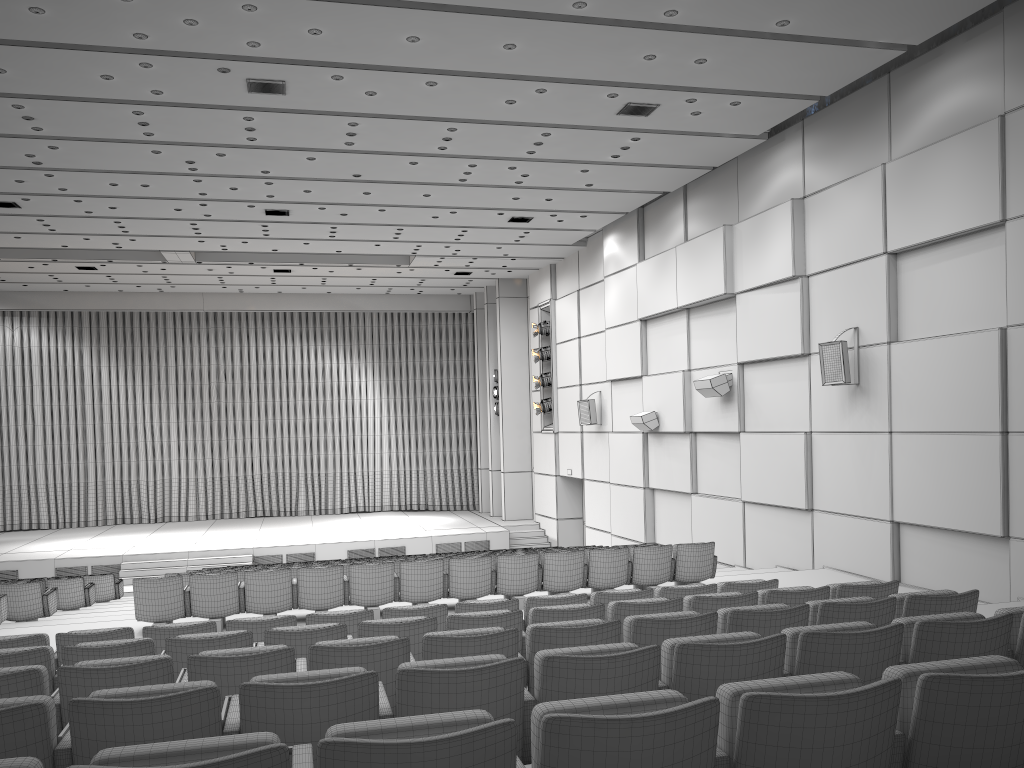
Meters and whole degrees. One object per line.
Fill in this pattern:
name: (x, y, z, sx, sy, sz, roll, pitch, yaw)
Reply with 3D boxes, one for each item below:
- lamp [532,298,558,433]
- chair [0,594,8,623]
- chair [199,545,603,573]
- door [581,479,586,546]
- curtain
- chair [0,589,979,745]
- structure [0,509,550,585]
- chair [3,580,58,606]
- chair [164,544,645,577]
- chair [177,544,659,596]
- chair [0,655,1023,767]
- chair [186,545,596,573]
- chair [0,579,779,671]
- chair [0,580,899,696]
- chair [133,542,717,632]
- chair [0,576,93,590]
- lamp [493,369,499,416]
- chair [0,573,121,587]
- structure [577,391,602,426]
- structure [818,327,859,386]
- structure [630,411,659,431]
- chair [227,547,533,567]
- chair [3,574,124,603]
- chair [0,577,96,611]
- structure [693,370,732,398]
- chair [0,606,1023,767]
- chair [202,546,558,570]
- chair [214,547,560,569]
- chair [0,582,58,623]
lamp: (0.897, -0.420, 22.389, 0.755, 3.343, 1.021, -2, 1, -18)
chair: (-8.734, 2.600, 9.288, 6.047, 0.622, 0.612, -1, -1, -14)
chair: (-1.503, 2.885, 13.319, 6.047, 0.622, 0.612, -1, -1, -14)
door: (1.965, 3.329, 21.398, 0.085, 2.180, 1.698, -2, 0, -14)
curtain: (-8.864, 0.820, 26.179, 16.124, 6.526, 1.429, -1, 1, -14)
chair: (-3.693, 1.612, 3.794, 13.194, 0.622, 0.612, -1, -1, -14)
structure: (-7.973, 4.348, 23.234, 17.812, 0.846, 8.322, -1, -3, -14)
chair: (-9.248, 3.012, 11.433, 6.047, 0.622, 0.612, -1, -1, -14)
chair: (-1.263, 2.680, 12.242, 6.597, 0.622, 0.612, -1, -1, -14)
chair: (-0.989, 2.474, 11.174, 6.047, 0.622, 0.612, -1, -1, -14)
chair: (-3.179, 1.200, 1.649, 13.194, 0.622, 0.612, -1, -1, -14)
chair: (-1.776, 3.092, 14.387, 6.597, 0.622, 0.612, -1, -1, -14)
chair: (-4.206, 2.024, 5.939, 13.194, 0.622, 0.612, -1, -1, -14)
chair: (-3.923, 1.817, 4.873, 13.744, 0.622, 0.612, -1, -1, -14)
chair: (-0.749, 2.268, 10.098, 6.598, 0.622, 0.612, -1, -1, -14)
chair: (-9.761, 3.423, 13.577, 6.047, 0.622, 0.612, -1, -1, -14)
lamp: (-0.320, 0.241, 24.737, 0.436, 1.479, 0.385, -2, 1, -18)
chair: (-10.242, 3.835, 15.736, 6.047, 0.622, 0.612, -1, -1, -14)
structure: (1.703, 0.530, 19.305, 0.409, 0.745, 0.410, -1, 1, 34)
structure: (4.167, -0.350, 11.270, 0.409, 0.745, 0.410, -1, 1, 34)
structure: (2.542, 0.668, 16.668, 0.470, 0.417, 0.520, -1, -1, -17)
chair: (-2.497, 3.709, 17.622, 6.047, 0.622, 0.612, -1, -1, -14)
chair: (-10.035, 3.629, 14.646, 6.597, 0.622, 0.612, -1, -1, -14)
chair: (-9.521, 3.218, 12.501, 6.597, 0.622, 0.612, -1, -1, -14)
structure: (3.255, 0.000, 14.227, 0.470, 0.417, 0.520, -1, -1, -18)
chair: (-3.410, 1.406, 2.728, 13.744, 0.622, 0.612, -1, -1, -14)
chair: (-2.290, 3.503, 16.532, 6.597, 0.622, 0.612, -1, -1, -14)
chair: (-2.016, 3.297, 15.463, 6.047, 0.622, 0.612, -1, -1, -14)
chair: (-9.008, 2.806, 10.356, 6.597, 0.622, 0.612, -1, -1, -14)
